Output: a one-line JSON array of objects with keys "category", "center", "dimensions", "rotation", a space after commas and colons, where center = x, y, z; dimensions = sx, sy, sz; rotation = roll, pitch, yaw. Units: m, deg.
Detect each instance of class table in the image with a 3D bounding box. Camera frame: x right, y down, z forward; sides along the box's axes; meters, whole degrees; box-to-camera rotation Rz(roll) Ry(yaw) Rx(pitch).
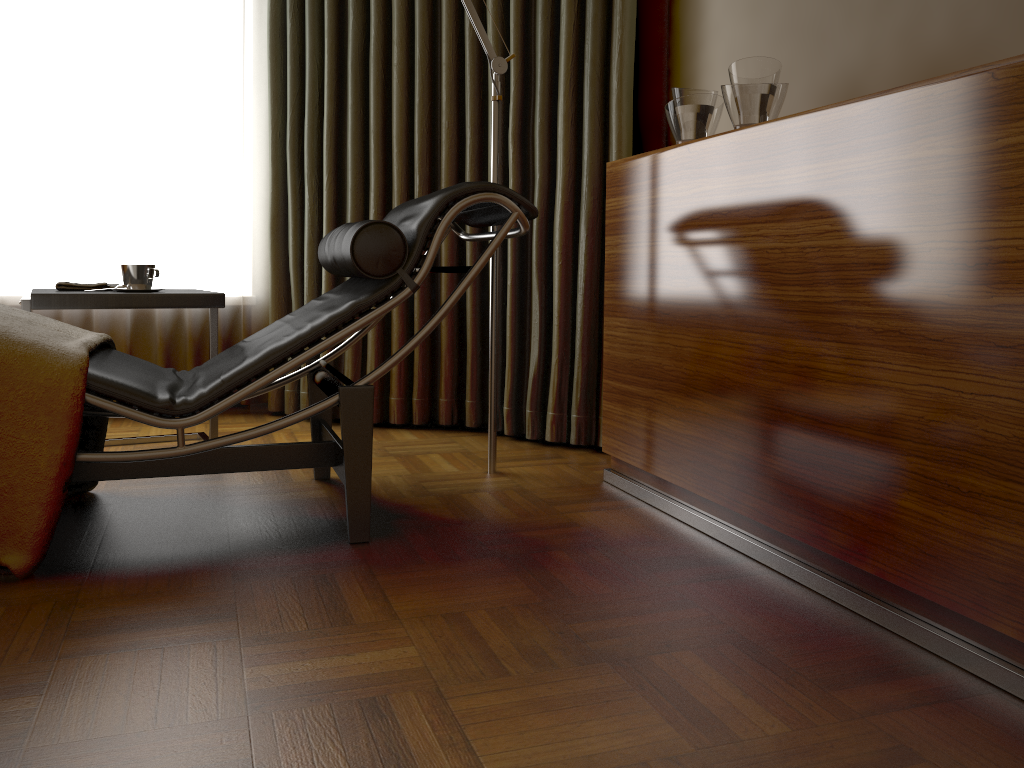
[{"category": "table", "center": [-1.177, -0.261, 2.685], "dimensions": [0.499, 0.045, 0.520], "rotation": [-3, 8, -28]}]

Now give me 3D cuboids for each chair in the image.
[{"category": "chair", "center": [-0.859, -0.080, 2.039], "dimensions": [1.788, 0.794, 0.639], "rotation": [-2, 5, -19]}]

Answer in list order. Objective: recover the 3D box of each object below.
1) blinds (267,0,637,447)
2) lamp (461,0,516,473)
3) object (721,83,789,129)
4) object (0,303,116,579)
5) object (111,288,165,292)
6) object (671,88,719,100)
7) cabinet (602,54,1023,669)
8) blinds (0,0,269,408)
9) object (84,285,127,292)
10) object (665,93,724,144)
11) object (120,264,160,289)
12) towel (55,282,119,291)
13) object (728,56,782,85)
[{"category": "blinds", "center": [-0.295, -1.067, 3.231], "dimensions": [1.534, 2.443, 0.225], "rotation": [2, 3, 26]}, {"category": "lamp", "center": [-0.614, -0.637, 2.188], "dimensions": [1.414, 1.959, 0.453], "rotation": [0, 3, -16]}, {"category": "object", "center": [0.571, -0.644, 2.085], "dimensions": [0.156, 0.153, 0.156], "rotation": [-2, 5, -29]}, {"category": "object", "center": [-1.364, 0.083, 1.884], "dimensions": [0.909, 0.518, 0.923], "rotation": [-1, 6, -19]}, {"category": "object", "center": [-1.098, -0.276, 2.594], "dimensions": [0.150, 0.009, 0.151], "rotation": [-1, 7, -14]}, {"category": "object", "center": [0.483, -0.715, 2.337], "dimensions": [0.123, 0.149, 0.123], "rotation": [-2, 5, -37]}, {"category": "cabinet", "center": [0.732, -0.092, 1.761], "dimensions": [0.416, 0.857, 1.684], "rotation": [0, 6, -19]}, {"category": "blinds", "center": [-1.982, -1.027, 3.243], "dimensions": [2.196, 2.282, 0.093], "rotation": [-1, 2, -19]}, {"category": "object", "center": [-1.153, -0.272, 2.509], "dimensions": [0.029, 0.019, 0.124], "rotation": [5, 8, 39]}, {"category": "object", "center": [0.482, -0.677, 2.338], "dimensions": [0.156, 0.153, 0.156], "rotation": [3, 5, 27]}, {"category": "object", "center": [-1.092, -0.312, 2.595], "dimensions": [0.111, 0.078, 0.098], "rotation": [-1, 6, -18]}, {"category": "towel", "center": [-1.295, -0.299, 2.724], "dimensions": [0.179, 0.035, 0.242], "rotation": [-1, 7, -16]}, {"category": "object", "center": [0.572, -0.682, 2.084], "dimensions": [0.122, 0.149, 0.123], "rotation": [-3, 5, -40]}]
